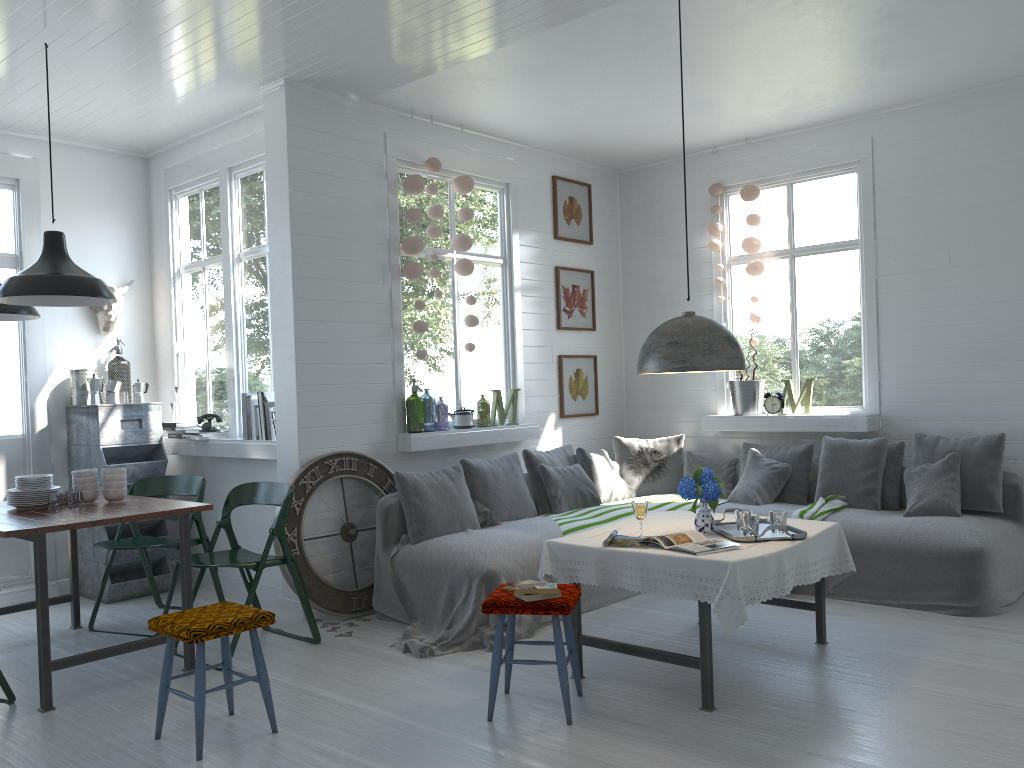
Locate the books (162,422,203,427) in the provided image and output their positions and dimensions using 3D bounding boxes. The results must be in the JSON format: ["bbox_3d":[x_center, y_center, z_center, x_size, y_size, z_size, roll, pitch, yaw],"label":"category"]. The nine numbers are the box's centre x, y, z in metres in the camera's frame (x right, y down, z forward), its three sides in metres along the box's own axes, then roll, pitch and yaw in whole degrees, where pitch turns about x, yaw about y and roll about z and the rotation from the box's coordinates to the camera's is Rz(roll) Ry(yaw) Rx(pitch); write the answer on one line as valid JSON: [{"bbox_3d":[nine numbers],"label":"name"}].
[{"bbox_3d":[-2.696,0.330,7.237,0.296,0.035,0.236,-2,0,44],"label":"books"}]

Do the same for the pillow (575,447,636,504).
[{"bbox_3d":[0.761,0.788,7.672,0.344,0.526,0.616,-2,0,41],"label":"pillow"}]

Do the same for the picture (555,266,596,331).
[{"bbox_3d":[0.604,-0.795,8.338,0.036,0.580,0.555,-1,1,42],"label":"picture"}]

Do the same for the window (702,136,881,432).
[{"bbox_3d":[2.355,-0.798,7.657,1.482,2.399,0.378,-2,1,42],"label":"window"}]

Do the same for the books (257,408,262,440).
[{"bbox_3d":[-1.793,0.292,6.476,0.054,0.240,0.122,-1,1,42],"label":"books"}]

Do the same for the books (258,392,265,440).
[{"bbox_3d":[-1.742,0.234,6.476,0.070,0.352,0.194,-1,1,42],"label":"books"}]

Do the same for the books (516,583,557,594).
[{"bbox_3d":[0.115,0.949,4.131,0.189,0.022,0.133,-2,0,3],"label":"books"}]

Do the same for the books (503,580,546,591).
[{"bbox_3d":[0.067,0.988,4.334,0.133,0.012,0.189,-2,0,40],"label":"books"}]

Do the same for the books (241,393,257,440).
[{"bbox_3d":[-1.912,0.241,6.623,0.065,0.351,0.194,-1,1,42],"label":"books"}]

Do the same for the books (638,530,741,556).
[{"bbox_3d":[0.879,0.786,4.439,0.300,0.049,0.422,-2,0,-33],"label":"books"}]

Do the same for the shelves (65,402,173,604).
[{"bbox_3d":[-3.139,0.917,7.091,0.679,1.516,0.513,-1,1,42],"label":"shelves"}]

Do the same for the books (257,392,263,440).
[{"bbox_3d":[-1.762,0.234,6.489,0.049,0.355,0.194,-1,1,42],"label":"books"}]

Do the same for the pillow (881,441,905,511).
[{"bbox_3d":[2.723,0.709,6.948,0.641,0.520,0.280,-2,0,42],"label":"pillow"}]

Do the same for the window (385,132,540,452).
[{"bbox_3d":[-0.389,-0.705,7.198,0.254,2.399,1.481,-1,1,42],"label":"window"}]

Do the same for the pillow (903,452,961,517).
[{"bbox_3d":[2.998,0.729,6.341,0.380,0.463,0.416,-2,0,27],"label":"pillow"}]

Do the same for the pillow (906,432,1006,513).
[{"bbox_3d":[3.234,0.637,6.473,0.639,0.561,0.278,-2,1,42],"label":"pillow"}]

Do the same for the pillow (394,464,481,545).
[{"bbox_3d":[-0.509,0.847,6.219,0.279,0.522,0.638,-2,0,41],"label":"pillow"}]

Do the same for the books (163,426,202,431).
[{"bbox_3d":[-2.670,0.359,7.249,0.262,0.028,0.320,-2,0,-38],"label":"books"}]

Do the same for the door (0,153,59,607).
[{"bbox_3d":[-4.208,-0.027,6.437,0.254,3.481,1.609,-1,1,42],"label":"door"}]

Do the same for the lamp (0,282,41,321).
[{"bbox_3d":[-3.555,-1.195,5.942,0.650,1.499,0.650,-2,1,-3],"label":"lamp"}]

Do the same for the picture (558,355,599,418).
[{"bbox_3d":[0.632,0.018,8.349,0.036,0.580,0.555,-1,1,42],"label":"picture"}]

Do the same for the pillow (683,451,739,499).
[{"bbox_3d":[1.761,0.813,7.802,0.495,0.438,0.280,-2,0,44],"label":"pillow"}]

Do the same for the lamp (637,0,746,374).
[{"bbox_3d":[0.938,-1.085,4.811,0.601,2.045,0.600,-2,1,13],"label":"lamp"}]

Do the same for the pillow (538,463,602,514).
[{"bbox_3d":[0.435,0.848,7.187,0.528,0.445,0.277,-2,0,-33],"label":"pillow"}]

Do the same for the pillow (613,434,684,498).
[{"bbox_3d":[1.277,0.749,8.048,0.638,0.561,0.395,-2,0,-9],"label":"pillow"}]

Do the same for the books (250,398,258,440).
[{"bbox_3d":[-1.839,0.257,6.563,0.025,0.315,0.199,-1,1,42],"label":"books"}]

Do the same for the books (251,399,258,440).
[{"bbox_3d":[-1.822,0.261,6.549,0.040,0.305,0.194,-1,1,42],"label":"books"}]

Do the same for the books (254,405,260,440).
[{"bbox_3d":[-1.814,0.282,6.499,0.056,0.262,0.137,-1,1,42],"label":"books"}]

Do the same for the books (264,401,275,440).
[{"bbox_3d":[-1.701,0.267,6.426,0.061,0.283,0.166,-1,1,42],"label":"books"}]

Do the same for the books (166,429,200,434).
[{"bbox_3d":[-2.653,0.386,7.282,0.299,0.028,0.236,-2,0,40],"label":"books"}]

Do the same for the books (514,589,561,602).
[{"bbox_3d":[0.120,0.976,4.129,0.182,0.030,0.128,-2,0,-26],"label":"books"}]

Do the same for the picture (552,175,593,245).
[{"bbox_3d":[0.575,-1.624,8.327,0.036,0.580,0.555,-1,1,42],"label":"picture"}]

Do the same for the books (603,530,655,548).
[{"bbox_3d":[0.607,0.802,4.586,0.229,0.043,0.300,-2,0,16],"label":"books"}]

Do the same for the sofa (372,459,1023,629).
[{"bbox_3d":[1.381,1.123,6.215,3.408,0.899,3.393,-2,0,42],"label":"sofa"}]

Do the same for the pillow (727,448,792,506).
[{"bbox_3d":[2.001,0.769,7.235,0.416,0.463,0.380,-2,0,-33],"label":"pillow"}]

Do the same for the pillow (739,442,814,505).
[{"bbox_3d":[2.186,0.759,7.417,0.639,0.522,0.278,-2,0,41],"label":"pillow"}]

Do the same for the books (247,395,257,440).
[{"bbox_3d":[-1.867,0.248,6.580,0.060,0.333,0.187,-1,1,42],"label":"books"}]

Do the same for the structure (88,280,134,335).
[{"bbox_3d":[-3.350,-0.646,7.345,0.189,0.471,0.490,-1,1,44],"label":"structure"}]

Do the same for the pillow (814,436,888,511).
[{"bbox_3d":[2.618,0.695,6.848,0.509,0.573,0.296,-2,1,42],"label":"pillow"}]

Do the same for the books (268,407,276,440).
[{"bbox_3d":[-1.675,0.288,6.402,0.058,0.240,0.148,-1,1,42],"label":"books"}]

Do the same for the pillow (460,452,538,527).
[{"bbox_3d":[-0.095,0.807,6.820,0.280,0.520,0.641,-2,0,42],"label":"pillow"}]

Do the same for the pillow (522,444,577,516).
[{"bbox_3d":[0.379,0.795,7.333,0.279,0.561,0.638,-1,0,42],"label":"pillow"}]

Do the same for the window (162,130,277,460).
[{"bbox_3d":[-2.229,-0.642,6.871,1.873,2.399,0.254,-2,1,42],"label":"window"}]

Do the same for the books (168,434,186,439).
[{"bbox_3d":[-2.639,0.420,7.282,0.320,0.040,0.236,-2,0,44],"label":"books"}]

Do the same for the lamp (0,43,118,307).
[{"bbox_3d":[-2.677,-1.230,5.154,0.650,1.499,0.650,-2,1,38],"label":"lamp"}]

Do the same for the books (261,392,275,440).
[{"bbox_3d":[-1.719,0.232,6.457,0.063,0.354,0.204,-1,1,42],"label":"books"}]
